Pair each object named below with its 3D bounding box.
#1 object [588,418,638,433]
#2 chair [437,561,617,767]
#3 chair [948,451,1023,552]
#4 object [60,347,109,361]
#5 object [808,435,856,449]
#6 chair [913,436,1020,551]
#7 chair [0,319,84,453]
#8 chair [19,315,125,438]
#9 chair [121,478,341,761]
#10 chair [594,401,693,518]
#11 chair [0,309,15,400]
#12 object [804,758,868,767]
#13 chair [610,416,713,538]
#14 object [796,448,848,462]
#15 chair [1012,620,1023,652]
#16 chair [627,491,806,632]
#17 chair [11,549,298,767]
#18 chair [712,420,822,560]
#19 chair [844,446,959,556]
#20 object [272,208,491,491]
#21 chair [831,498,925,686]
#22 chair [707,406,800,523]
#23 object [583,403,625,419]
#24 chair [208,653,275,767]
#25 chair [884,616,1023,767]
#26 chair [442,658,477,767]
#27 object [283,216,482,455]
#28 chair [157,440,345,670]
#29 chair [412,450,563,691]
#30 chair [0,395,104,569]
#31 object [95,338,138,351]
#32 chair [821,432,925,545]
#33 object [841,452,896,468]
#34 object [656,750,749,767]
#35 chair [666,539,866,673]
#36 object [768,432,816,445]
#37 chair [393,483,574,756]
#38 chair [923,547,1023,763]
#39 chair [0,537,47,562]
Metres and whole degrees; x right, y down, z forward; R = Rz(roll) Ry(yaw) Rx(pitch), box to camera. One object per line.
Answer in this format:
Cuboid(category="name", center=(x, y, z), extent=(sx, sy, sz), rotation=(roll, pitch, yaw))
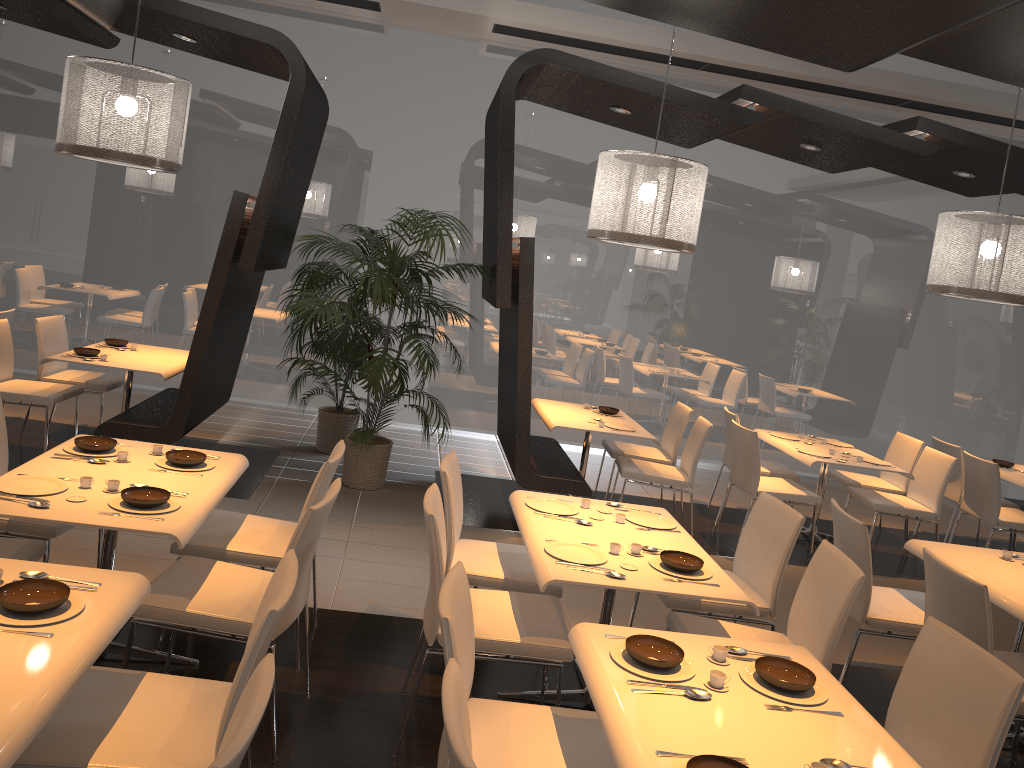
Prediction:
Cuboid(category="object", center=(0.728, 0.287, 6.431), extent=(0.334, 0.037, 0.380), rotation=(6, 8, -18))
Cuboid(category="chair", center=(0.037, 1.028, 2.460), extent=(0.605, 0.865, 0.486), rotation=(9, 4, 1))
Cuboid(category="chair", center=(3.751, 1.020, 6.746), extent=(0.605, 0.870, 0.487), rotation=(8, 4, -4))
Cuboid(category="object", center=(-2.852, -0.205, 5.974), extent=(0.303, 0.044, 0.368), rotation=(8, 8, -8))
Cuboid(category="object", center=(2.610, 0.463, 7.262), extent=(0.334, 0.037, 0.380), rotation=(6, 8, -18))
Cuboid(category="chair", center=(3.810, 0.940, 7.389), extent=(0.605, 0.865, 0.487), rotation=(8, 4, -4))
Cuboid(category="chair", center=(-3.291, 0.043, 5.955), extent=(0.605, 0.865, 0.487), rotation=(8, 4, -4))
Cuboid(category="chair", center=(-3.232, -0.035, 6.599), extent=(0.605, 0.865, 0.487), rotation=(8, 4, -4))
Cuboid(category="chair", center=(-0.995, 0.771, 3.189), extent=(0.605, 0.865, 0.486), rotation=(9, 4, 1))
Cuboid(category="chair", center=(1.050, 0.564, 7.052), extent=(0.605, 0.870, 0.487), rotation=(8, 4, -4))
Cuboid(category="chair", center=(-4.090, -0.150, 6.494), extent=(0.605, 0.870, 0.487), rotation=(8, 4, -4))
Cuboid(category="object", center=(0.818, 0.908, 1.918), extent=(0.303, 0.044, 0.368), rotation=(8, 8, -8))
Cuboid(category="chair", center=(1.071, 0.651, 6.416), extent=(0.605, 0.865, 0.486), rotation=(9, 4, 1))
Cuboid(category="object", center=(2.307, 0.515, 6.537), extent=(0.334, 0.037, 0.380), rotation=(7, 8, -13))
Cuboid(category="chair", center=(2.895, 1.217, 4.302), extent=(0.604, 0.865, 0.487), rotation=(8, 4, -9))
Cuboid(category="chair", center=(0.926, 0.945, 4.077), extent=(0.604, 0.865, 0.487), rotation=(8, 4, -9))
Cuboid(category="chair", center=(-0.930, 0.902, 2.314), extent=(0.604, 0.870, 0.487), rotation=(8, 4, -9))
Cuboid(category="chair", center=(1.888, 0.766, 6.512), extent=(0.604, 0.870, 0.487), rotation=(8, 4, -9))
Cuboid(category="chair", center=(2.894, 0.900, 6.640), extent=(0.605, 0.865, 0.487), rotation=(8, 4, -4))
Cuboid(category="object", center=(-0.938, -0.252, 6.368), extent=(1.557, 2.050, 1.517), rotation=(8, 5, -13))
Cuboid(category="chair", center=(1.781, 1.062, 4.184), extent=(0.605, 0.865, 0.486), rotation=(9, 4, 1))
Cuboid(category="chair", center=(1.978, 0.683, 7.208), extent=(0.605, 0.865, 0.486), rotation=(9, 4, 1))
Cuboid(category="object", center=(0.731, 0.206, 7.007), extent=(0.303, 0.044, 0.368), rotation=(8, 8, -8))
Cuboid(category="chair", center=(-0.837, 1.000, 1.694), extent=(0.605, 0.870, 0.487), rotation=(8, 4, -4))
Cuboid(category="chair", center=(1.037, 1.166, 2.592), extent=(0.604, 0.870, 0.487), rotation=(8, 4, -9))
Cuboid(category="chair", center=(0.092, 1.117, 1.864), extent=(0.604, 0.865, 0.487), rotation=(8, 4, -9))
Cuboid(category="object", center=(-1.263, -0.444, 7.419), extent=(1.500, 2.050, 1.575), rotation=(4, 7, -45))
Cuboid(category="chair", center=(-1.089, 0.672, 3.808), extent=(0.605, 0.865, 0.487), rotation=(8, 4, -4))
Cuboid(category="chair", center=(-0.080, 0.807, 3.956), extent=(0.605, 0.865, 0.486), rotation=(9, 4, 1))
Cuboid(category="chair", center=(-2.110, 0.521, 3.765), extent=(0.605, 0.865, 0.486), rotation=(9, 4, 1))
Cuboid(category="object", center=(-2.919, -0.296, 6.576), extent=(0.303, 0.044, 0.368), rotation=(7, 8, -13))
Cuboid(category="chair", center=(2.952, 0.825, 7.284), extent=(0.605, 0.870, 0.487), rotation=(8, 4, -4))
Cuboid(category="object", center=(2.657, 0.553, 6.649), extent=(0.334, 0.037, 0.380), rotation=(6, 8, -18))
Cuboid(category="object", center=(0.483, 0.865, 1.859), extent=(0.303, 0.044, 0.368), rotation=(8, 8, -8))
Cuboid(category="chair", center=(0.926, 1.042, 3.383), extent=(0.605, 0.870, 0.486), rotation=(9, 4, 1))
Cuboid(category="object", center=(2.274, 0.427, 7.144), extent=(0.334, 0.037, 0.380), rotation=(7, 8, -13))
Cuboid(category="chair", center=(-0.095, 0.888, 3.340), extent=(0.605, 0.865, 0.487), rotation=(8, 4, -4))
Cuboid(category="chair", center=(1.932, 1.178, 3.514), extent=(0.605, 0.870, 0.487), rotation=(8, 4, -4))
Cuboid(category="chair", center=(-2.029, 0.627, 3.079), extent=(0.604, 0.865, 0.487), rotation=(8, 4, -9))
